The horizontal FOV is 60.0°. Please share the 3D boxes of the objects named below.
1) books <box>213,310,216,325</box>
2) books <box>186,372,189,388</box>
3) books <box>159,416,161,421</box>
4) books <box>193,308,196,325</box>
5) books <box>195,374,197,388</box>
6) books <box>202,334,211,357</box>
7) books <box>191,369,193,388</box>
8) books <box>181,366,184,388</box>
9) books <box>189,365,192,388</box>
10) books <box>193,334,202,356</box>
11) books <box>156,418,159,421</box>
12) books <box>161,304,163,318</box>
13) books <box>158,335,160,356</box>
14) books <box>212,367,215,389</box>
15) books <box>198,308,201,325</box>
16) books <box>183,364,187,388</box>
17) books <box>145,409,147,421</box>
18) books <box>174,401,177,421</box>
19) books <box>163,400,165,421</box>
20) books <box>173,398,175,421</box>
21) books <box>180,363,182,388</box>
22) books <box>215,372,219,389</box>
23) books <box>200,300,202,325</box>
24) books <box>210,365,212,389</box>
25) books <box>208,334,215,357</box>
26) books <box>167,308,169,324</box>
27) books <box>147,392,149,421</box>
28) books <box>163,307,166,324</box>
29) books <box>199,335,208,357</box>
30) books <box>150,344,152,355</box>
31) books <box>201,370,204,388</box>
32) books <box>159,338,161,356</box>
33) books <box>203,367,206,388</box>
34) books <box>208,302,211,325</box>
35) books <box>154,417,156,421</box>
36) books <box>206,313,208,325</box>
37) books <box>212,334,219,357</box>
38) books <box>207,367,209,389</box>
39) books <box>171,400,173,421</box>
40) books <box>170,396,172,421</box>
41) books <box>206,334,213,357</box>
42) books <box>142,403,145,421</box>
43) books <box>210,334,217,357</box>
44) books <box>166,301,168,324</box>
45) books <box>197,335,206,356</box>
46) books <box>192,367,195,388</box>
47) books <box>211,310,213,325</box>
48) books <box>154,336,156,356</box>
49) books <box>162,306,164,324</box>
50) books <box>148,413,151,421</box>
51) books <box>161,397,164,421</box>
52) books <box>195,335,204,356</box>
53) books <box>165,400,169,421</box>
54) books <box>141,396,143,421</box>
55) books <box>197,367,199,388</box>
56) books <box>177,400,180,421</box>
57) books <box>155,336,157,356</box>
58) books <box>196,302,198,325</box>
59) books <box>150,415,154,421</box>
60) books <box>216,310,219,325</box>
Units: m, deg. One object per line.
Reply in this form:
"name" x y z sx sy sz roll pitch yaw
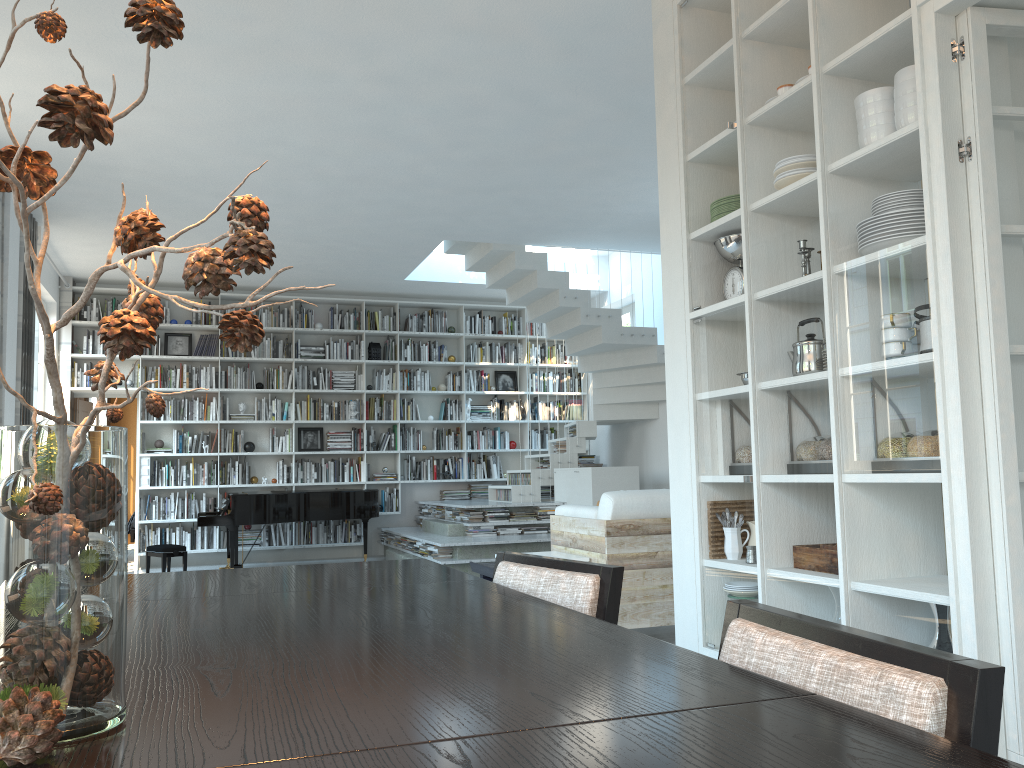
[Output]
"books" -3.504 -0.782 10.426 0.031 0.254 0.178 1 -6 -19
"books" -3.747 -0.029 10.246 0.029 0.195 0.192 1 -6 -19
"books" -4.029 0.342 10.159 0.021 0.187 0.129 1 -6 -19
"books" -3.707 -0.767 10.355 0.028 0.218 0.153 1 -6 -19
"books" -3.670 -0.020 10.303 0.022 0.185 0.137 1 -6 -19
"books" -3.574 -0.431 10.362 0.097 0.282 0.174 1 -6 -19
"books" -3.709 -0.045 10.278 0.013 0.232 0.171 1 -6 -19
"books" -3.804 -0.066 10.239 0.023 0.271 0.187 1 -6 -19
"books" -3.731 -0.071 10.284 0.025 0.286 0.161 1 -6 -19
"books" -3.670 -0.429 10.340 0.110 0.279 0.174 1 -6 -19
"books" -4.038 0.330 10.110 0.028 0.203 0.188 1 -6 -19
"books" -4.044 -0.788 10.244 0.013 0.252 0.129 1 -6 -19
"books" -4.059 -0.426 10.190 0.012 0.254 0.166 1 -6 -19
"books" -3.484 -0.058 10.355 0.035 0.263 0.178 1 -6 -19
"books" -3.656 -0.782 10.368 0.028 0.249 0.155 1 -6 -19
"books" -3.777 -0.074 10.244 0.030 0.285 0.185 1 -6 -19
"books" -4.158 0.298 10.076 0.027 0.265 0.176 1 -6 -19
"books" -3.864 0.316 10.182 0.024 0.237 0.167 1 -6 -19
"books" -3.983 0.311 10.146 0.011 0.245 0.176 1 -6 -19
"books" -3.886 0.301 10.194 0.011 0.270 0.158 1 -6 -19
"books" -3.828 -0.081 10.252 0.014 0.303 0.151 1 -6 -19
"books" -3.440 -0.029 10.341 0.039 0.202 0.236 1 -6 -19
"books" -3.646 -0.815 10.403 0.014 0.320 0.137 1 -6 -19
"books" -3.512 -0.071 10.349 0.022 0.289 0.169 1 -6 -19
"books" -3.529 -0.431 10.404 0.078 0.285 0.174 1 -6 -19
"books" -3.978 -0.762 10.263 0.014 0.201 0.171 1 -6 -19
"books" -4.140 0.264 10.083 0.012 0.333 0.185 1 -6 -19
"books" -4.010 -0.770 10.237 0.021 0.213 0.173 1 -6 -19
"books" -3.609 -0.427 10.371 0.110 0.279 0.174 1 -6 -19
"books" -4.144 -0.404 10.188 0.012 0.214 0.132 1 -6 -19
"books" -3.603 -0.043 10.310 0.030 0.230 0.172 1 -6 -19
"books" -4.044 -0.406 10.184 0.012 0.213 0.185 1 -6 -19
"books" -3.578 -0.059 10.320 0.022 0.263 0.174 1 -6 -19
"books" -3.548 -0.805 10.402 0.025 0.297 0.163 1 -6 -19
"books" -4.065 0.314 10.113 0.022 0.235 0.177 1 -6 -19
"books" -3.574 -0.752 10.399 0.027 0.190 0.177 1 -6 -19
"books" -3.480 -0.433 10.402 0.078 0.285 0.174 1 -6 -19
"books" -3.550 -0.058 10.352 0.024 0.265 0.155 1 -6 -19
"books" -3.896 0.311 10.171 0.021 0.247 0.189 1 -6 -19
"books" -3.914 0.288 10.175 0.011 0.293 0.183 1 -6 -19
"books" -3.549 -0.432 10.392 0.078 0.285 0.174 1 -6 -19
"books" -4.185 0.327 10.082 0.026 0.209 0.155 1 -6 -19
"books" -3.506 -0.431 10.407 0.078 0.285 0.174 1 -6 -19
"books" -3.998 -0.806 10.279 0.015 0.293 0.131 1 -6 -19
"books" -3.624 -0.429 10.347 0.110 0.279 0.174 1 -6 -19
"books" -3.695 -0.057 10.299 0.029 0.260 0.158 1 -6 -19
"books" -3.533 -0.785 10.430 0.022 0.260 0.152 1 -6 -19
"books" -4.100 -0.439 10.179 0.005 0.281 0.191 1 -6 -19
"books" -4.028 -0.773 10.238 0.013 0.219 0.181 1 -6 -19
"books" -4.117 0.340 10.090 0.037 0.182 0.189 1 -6 -19
"books" -4.002 0.294 10.150 0.023 0.281 0.174 1 -6 -19
"books" -3.651 -0.428 10.356 0.110 0.279 0.174 1 -6 -19
"books" -3.962 0.315 10.178 0.049 0.242 0.139 1 -6 -19
"books" -4.207 0.290 10.087 0.012 0.285 0.159 1 -6 -19
"books" -3.652 -0.056 10.318 0.035 0.260 0.131 1 -6 -19
"books" -3.835 0.315 10.201 0.023 0.242 0.184 1 -6 -19
"books" -4.083 -0.429 10.173 0.023 0.258 0.183 1 -6 -19
"books" -3.682 -0.798 10.362 0.024 0.279 0.188 1 -6 -19
"books" -4.101 0.329 10.116 0.042 0.208 0.143 1 -6 -19
"books" -3.474 -0.779 10.452 0.039 0.251 0.146 1 -6 -19
